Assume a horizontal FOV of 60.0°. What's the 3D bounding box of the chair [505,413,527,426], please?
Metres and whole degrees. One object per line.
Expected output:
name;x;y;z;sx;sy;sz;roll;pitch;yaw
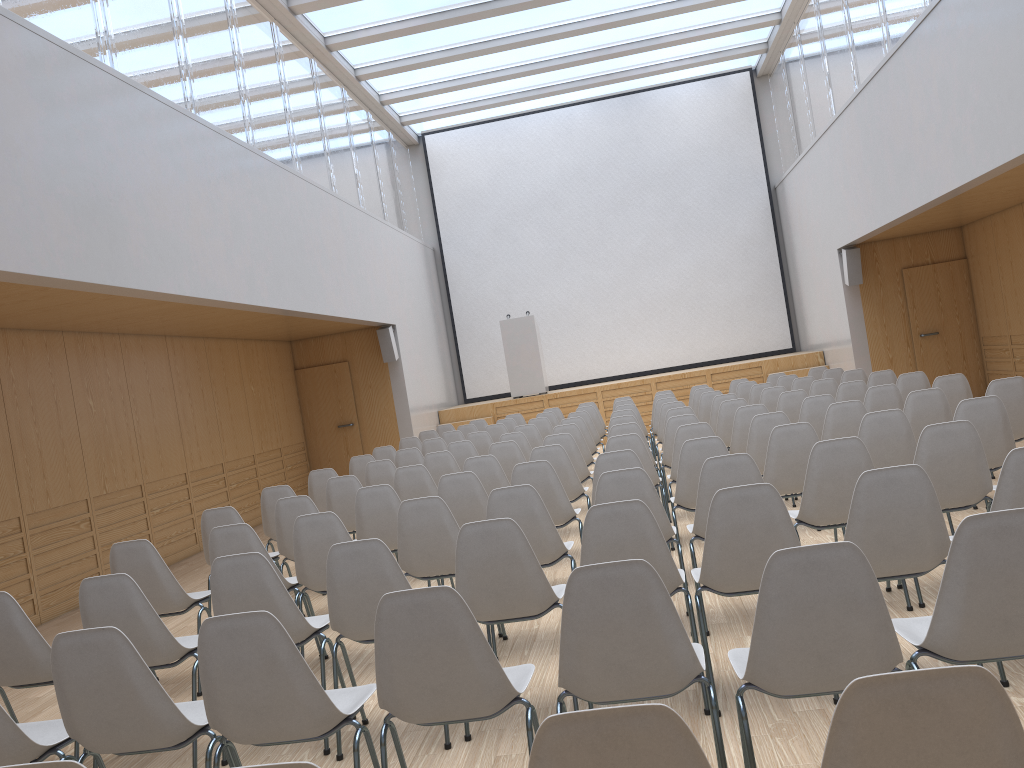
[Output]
chair;0.118;0.849;12.739;0.479;0.876;0.505;-9;1;8

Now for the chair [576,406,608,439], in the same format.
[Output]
chair;1.031;0.714;11.606;0.479;0.876;0.505;-9;1;8

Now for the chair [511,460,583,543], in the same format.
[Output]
chair;0.218;0.904;5.734;0.479;0.876;0.505;-9;1;8

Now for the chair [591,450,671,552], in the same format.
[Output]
chair;0.718;0.826;5.555;0.479;0.876;0.505;-9;1;8

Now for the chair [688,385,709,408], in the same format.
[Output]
chair;2.679;0.442;12.449;0.479;0.876;0.505;-9;1;8

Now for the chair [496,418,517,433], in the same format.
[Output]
chair;0.007;0.877;11.746;0.479;0.876;0.505;-9;1;8

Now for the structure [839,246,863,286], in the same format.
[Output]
structure;4.781;-1.656;12.475;0.196;0.542;0.368;-9;1;8

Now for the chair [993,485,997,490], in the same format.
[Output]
chair;2.629;0.533;4.328;0.479;0.876;0.505;-9;1;8

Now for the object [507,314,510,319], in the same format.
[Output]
object;-0.041;-1.079;15.546;0.166;0.305;0.252;-9;1;-21

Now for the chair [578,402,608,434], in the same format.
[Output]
chair;1.144;0.686;12.669;0.479;0.876;0.505;-9;1;8

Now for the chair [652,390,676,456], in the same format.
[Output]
chair;2.187;0.521;12.457;0.479;0.876;0.505;-9;1;8

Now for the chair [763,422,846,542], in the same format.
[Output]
chair;1.757;0.660;5.514;0.479;0.876;0.505;-9;1;8

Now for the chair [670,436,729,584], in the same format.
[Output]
chair;1.228;0.745;5.527;0.479;0.876;0.505;-9;1;8

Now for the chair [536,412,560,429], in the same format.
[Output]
chair;0.526;0.794;11.734;0.479;0.876;0.505;-9;1;8

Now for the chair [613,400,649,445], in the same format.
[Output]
chair;1.527;0.635;11.579;0.479;0.876;0.505;-9;1;8

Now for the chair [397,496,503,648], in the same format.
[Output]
chair;-0.369;1.008;4.796;0.479;0.876;0.505;-9;1;8

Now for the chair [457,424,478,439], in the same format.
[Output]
chair;-0.504;0.958;11.856;0.479;0.876;0.505;-9;1;8

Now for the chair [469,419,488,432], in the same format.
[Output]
chair;-0.394;0.931;12.767;0.479;0.876;0.505;-9;1;8

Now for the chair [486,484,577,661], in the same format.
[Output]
chair;0.096;0.935;4.673;0.479;0.876;0.505;-9;1;8

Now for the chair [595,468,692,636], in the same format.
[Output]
chair;0.642;0.847;4.639;0.479;0.876;0.505;-9;1;8

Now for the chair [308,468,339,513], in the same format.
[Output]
chair;-1.559;1.166;7.965;0.479;0.876;0.505;-9;1;8

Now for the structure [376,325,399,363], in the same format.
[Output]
structure;-1.868;-0.601;13.381;0.196;0.542;0.368;-9;1;8

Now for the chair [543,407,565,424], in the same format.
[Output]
chair;0.651;0.764;12.707;0.479;0.876;0.505;-9;1;8

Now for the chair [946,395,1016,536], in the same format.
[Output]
chair;2.767;0.501;5.318;0.479;0.876;0.505;-9;1;8

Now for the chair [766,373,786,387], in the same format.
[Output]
chair;3.700;0.280;12.320;0.479;0.876;0.505;-9;1;8

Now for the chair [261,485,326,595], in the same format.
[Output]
chair;-1.686;1.197;6.954;0.479;0.876;0.505;-9;1;8

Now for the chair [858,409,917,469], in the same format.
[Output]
chair;2.265;0.580;5.427;0.479;0.876;0.505;-9;1;8

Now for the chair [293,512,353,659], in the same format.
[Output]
chair;-0.922;1.096;4.853;0.479;0.876;0.505;-9;1;8

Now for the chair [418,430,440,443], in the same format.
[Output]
chair;-1.018;1.039;11.955;0.479;0.876;0.505;-9;1;8

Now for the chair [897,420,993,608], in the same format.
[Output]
chair;2.164;0.606;4.460;0.479;0.876;0.505;-9;1;8

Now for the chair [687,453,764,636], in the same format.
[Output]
chair;1.142;0.768;4.552;0.479;0.876;0.505;-9;1;8

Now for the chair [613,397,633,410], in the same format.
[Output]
chair;1.633;0.608;12.554;0.479;0.876;0.505;-9;1;8

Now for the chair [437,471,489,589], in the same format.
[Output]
chair;-0.243;0.978;5.769;0.479;0.876;0.505;-9;1;8

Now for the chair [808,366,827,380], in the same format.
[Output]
chair;4.229;0.196;12.220;0.479;0.876;0.505;-9;1;8

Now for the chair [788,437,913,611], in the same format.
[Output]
chair;1.656;0.687;4.501;0.479;0.876;0.505;-9;1;8

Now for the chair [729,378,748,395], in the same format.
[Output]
chair;3.203;0.359;12.360;0.479;0.876;0.505;-9;1;8

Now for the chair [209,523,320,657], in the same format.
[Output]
chair;-1.394;1.170;4.945;0.479;0.876;0.505;-9;1;8

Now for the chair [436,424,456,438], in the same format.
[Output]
chair;-0.866;1.005;12.914;0.479;0.876;0.505;-9;1;8

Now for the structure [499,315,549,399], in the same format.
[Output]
structure;0.222;-0.470;15.597;0.605;1.379;0.605;-9;1;8

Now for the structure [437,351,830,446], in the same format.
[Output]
structure;2.075;0.452;15.608;6.552;1.027;2.728;-9;1;8

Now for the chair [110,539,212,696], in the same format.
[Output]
chair;-1.924;1.255;4.948;0.479;0.876;0.505;-9;1;8

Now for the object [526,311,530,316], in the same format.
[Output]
object;0.300;-1.133;15.499;0.166;0.305;0.252;-9;1;-21

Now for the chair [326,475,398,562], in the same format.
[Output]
chair;-1.182;1.116;6.905;0.479;0.876;0.505;-9;1;8
